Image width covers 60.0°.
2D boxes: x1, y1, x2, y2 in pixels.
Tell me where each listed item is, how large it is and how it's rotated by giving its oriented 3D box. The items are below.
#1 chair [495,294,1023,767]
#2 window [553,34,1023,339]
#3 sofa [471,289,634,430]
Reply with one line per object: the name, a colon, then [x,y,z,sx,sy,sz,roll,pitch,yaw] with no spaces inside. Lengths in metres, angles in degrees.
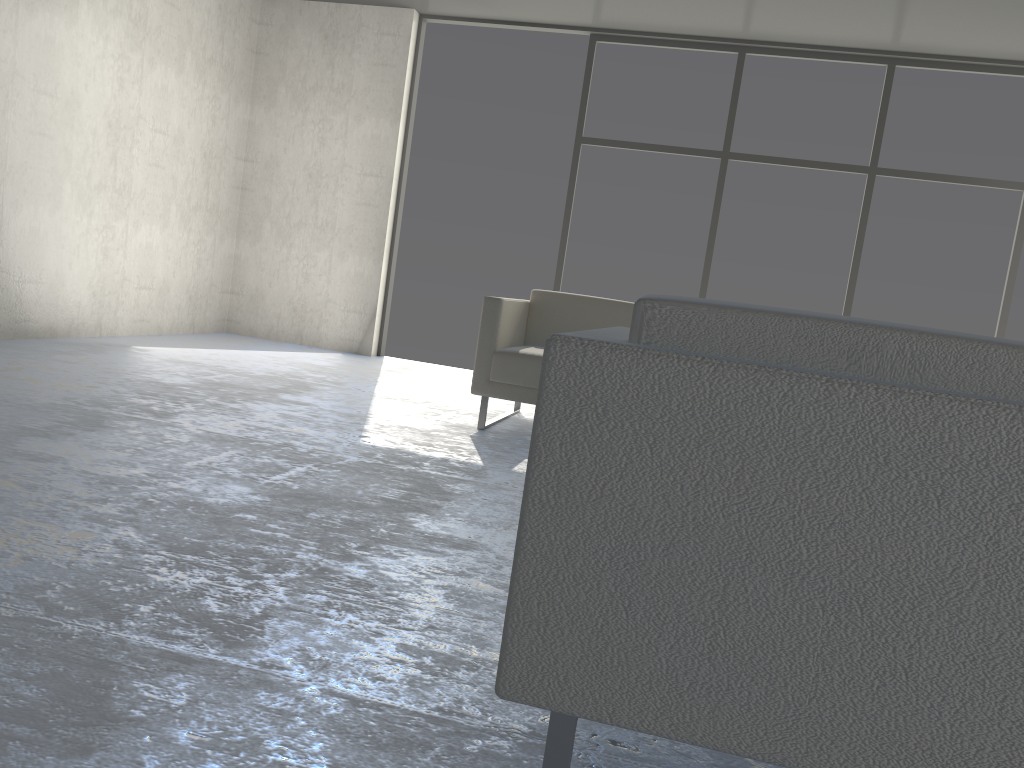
chair: [0.451,0.230,1.354,0.748,0.662,0.821,9,6,12]
window: [2.349,-0.912,5.934,4.080,2.477,0.037,9,6,12]
sofa: [0.830,-0.010,4.116,1.881,0.658,0.821,9,6,12]
